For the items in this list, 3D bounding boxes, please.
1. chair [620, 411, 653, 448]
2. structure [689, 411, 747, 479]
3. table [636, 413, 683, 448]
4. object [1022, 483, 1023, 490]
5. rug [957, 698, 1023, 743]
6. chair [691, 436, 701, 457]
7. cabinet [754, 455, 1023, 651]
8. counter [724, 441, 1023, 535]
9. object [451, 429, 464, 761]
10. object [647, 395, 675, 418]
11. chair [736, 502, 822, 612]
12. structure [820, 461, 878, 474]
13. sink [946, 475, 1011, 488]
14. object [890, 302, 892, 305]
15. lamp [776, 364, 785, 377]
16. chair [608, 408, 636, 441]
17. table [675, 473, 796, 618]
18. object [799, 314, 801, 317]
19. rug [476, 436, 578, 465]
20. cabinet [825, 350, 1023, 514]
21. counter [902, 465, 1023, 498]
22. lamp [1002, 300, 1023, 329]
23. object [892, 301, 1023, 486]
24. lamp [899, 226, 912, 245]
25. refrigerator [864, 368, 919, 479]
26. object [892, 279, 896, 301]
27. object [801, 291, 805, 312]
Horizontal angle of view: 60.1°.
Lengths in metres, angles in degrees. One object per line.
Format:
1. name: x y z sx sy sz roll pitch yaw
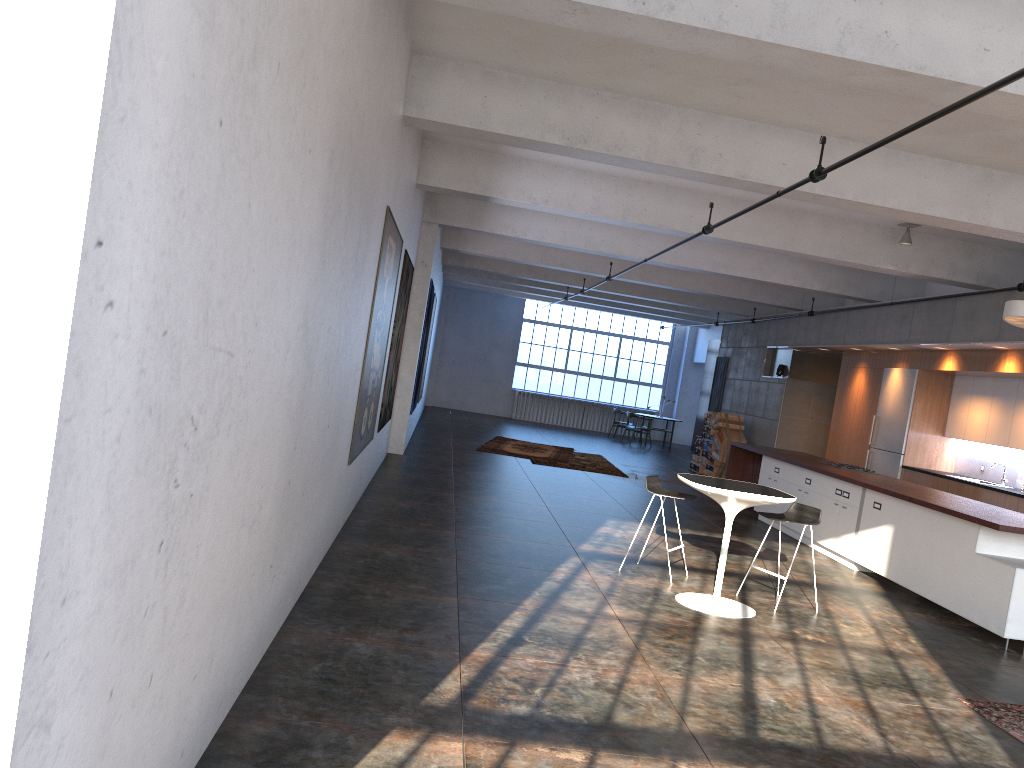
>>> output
1. chair: 3.341 1.201 23.472 0.682 0.865 0.717 8 2 -19
2. structure: 4.162 1.215 17.985 0.641 1.316 1.903 9 2 -5
3. table: 4.003 1.334 24.513 1.281 0.852 1.338 10 2 38
4. object: 7.241 1.770 17.018 0.945 1.215 13.231 9 1 6
5. rug: 4.218 2.173 4.756 2.899 0.029 1.844 9 1 -6
6. chair: 4.901 1.417 22.056 0.659 0.988 0.425 9 2 -6
7. cabinet: 4.082 1.599 9.680 0.926 0.930 5.619 9 1 -4
8. counter: 4.054 1.551 10.287 1.147 0.971 6.622 9 1 -4
9. object: 4.678 2.214 13.428 19.839 0.001 27.061 9 1 -5
10. object: 4.124 0.602 24.472 0.777 0.624 0.238 9 2 -4
11. chair: 2.227 1.426 7.249 0.515 0.896 0.454 8 2 -29
12. structure: 4.272 1.068 11.221 0.514 0.072 0.636 9 1 -5
13. sink: 6.018 1.352 11.461 0.525 0.192 0.725 9 1 -5
14. object: 6.229 1.236 10.501 0.052 0.053 0.062 9 2 1
15. lamp: 5.107 -0.246 16.804 0.215 0.259 0.168 8 2 -24
16. chair: 3.134 1.137 24.854 0.663 0.865 0.738 10 2 21
17. table: 1.649 1.253 6.850 0.832 0.952 0.824 9 2 -6
18. object: 6.217 1.189 10.490 0.063 0.051 0.052 9 2 -13
19. rug: 0.347 1.261 17.285 1.871 0.048 3.531 9 1 5
20. cabinet: 6.945 1.007 11.381 2.390 2.564 8.064 9 1 -5
21. counter: 6.558 1.385 10.612 1.615 0.039 4.437 9 1 -5
22. lamp: 4.795 -0.540 7.514 1.055 0.130 1.030 10 2 41
23. object: 5.774 0.038 11.573 0.054 2.229 2.365 8 2 -29
24. lamp: 4.691 -1.769 10.514 0.152 0.216 0.159 10 2 32
25. refrigerator: 5.665 0.861 13.212 0.221 2.192 0.949 9 2 -7
26. object: 6.191 1.225 10.540 0.050 0.053 0.065 10 2 32
27. object: 6.252 1.189 10.623 0.058 0.060 0.051 10 2 29
